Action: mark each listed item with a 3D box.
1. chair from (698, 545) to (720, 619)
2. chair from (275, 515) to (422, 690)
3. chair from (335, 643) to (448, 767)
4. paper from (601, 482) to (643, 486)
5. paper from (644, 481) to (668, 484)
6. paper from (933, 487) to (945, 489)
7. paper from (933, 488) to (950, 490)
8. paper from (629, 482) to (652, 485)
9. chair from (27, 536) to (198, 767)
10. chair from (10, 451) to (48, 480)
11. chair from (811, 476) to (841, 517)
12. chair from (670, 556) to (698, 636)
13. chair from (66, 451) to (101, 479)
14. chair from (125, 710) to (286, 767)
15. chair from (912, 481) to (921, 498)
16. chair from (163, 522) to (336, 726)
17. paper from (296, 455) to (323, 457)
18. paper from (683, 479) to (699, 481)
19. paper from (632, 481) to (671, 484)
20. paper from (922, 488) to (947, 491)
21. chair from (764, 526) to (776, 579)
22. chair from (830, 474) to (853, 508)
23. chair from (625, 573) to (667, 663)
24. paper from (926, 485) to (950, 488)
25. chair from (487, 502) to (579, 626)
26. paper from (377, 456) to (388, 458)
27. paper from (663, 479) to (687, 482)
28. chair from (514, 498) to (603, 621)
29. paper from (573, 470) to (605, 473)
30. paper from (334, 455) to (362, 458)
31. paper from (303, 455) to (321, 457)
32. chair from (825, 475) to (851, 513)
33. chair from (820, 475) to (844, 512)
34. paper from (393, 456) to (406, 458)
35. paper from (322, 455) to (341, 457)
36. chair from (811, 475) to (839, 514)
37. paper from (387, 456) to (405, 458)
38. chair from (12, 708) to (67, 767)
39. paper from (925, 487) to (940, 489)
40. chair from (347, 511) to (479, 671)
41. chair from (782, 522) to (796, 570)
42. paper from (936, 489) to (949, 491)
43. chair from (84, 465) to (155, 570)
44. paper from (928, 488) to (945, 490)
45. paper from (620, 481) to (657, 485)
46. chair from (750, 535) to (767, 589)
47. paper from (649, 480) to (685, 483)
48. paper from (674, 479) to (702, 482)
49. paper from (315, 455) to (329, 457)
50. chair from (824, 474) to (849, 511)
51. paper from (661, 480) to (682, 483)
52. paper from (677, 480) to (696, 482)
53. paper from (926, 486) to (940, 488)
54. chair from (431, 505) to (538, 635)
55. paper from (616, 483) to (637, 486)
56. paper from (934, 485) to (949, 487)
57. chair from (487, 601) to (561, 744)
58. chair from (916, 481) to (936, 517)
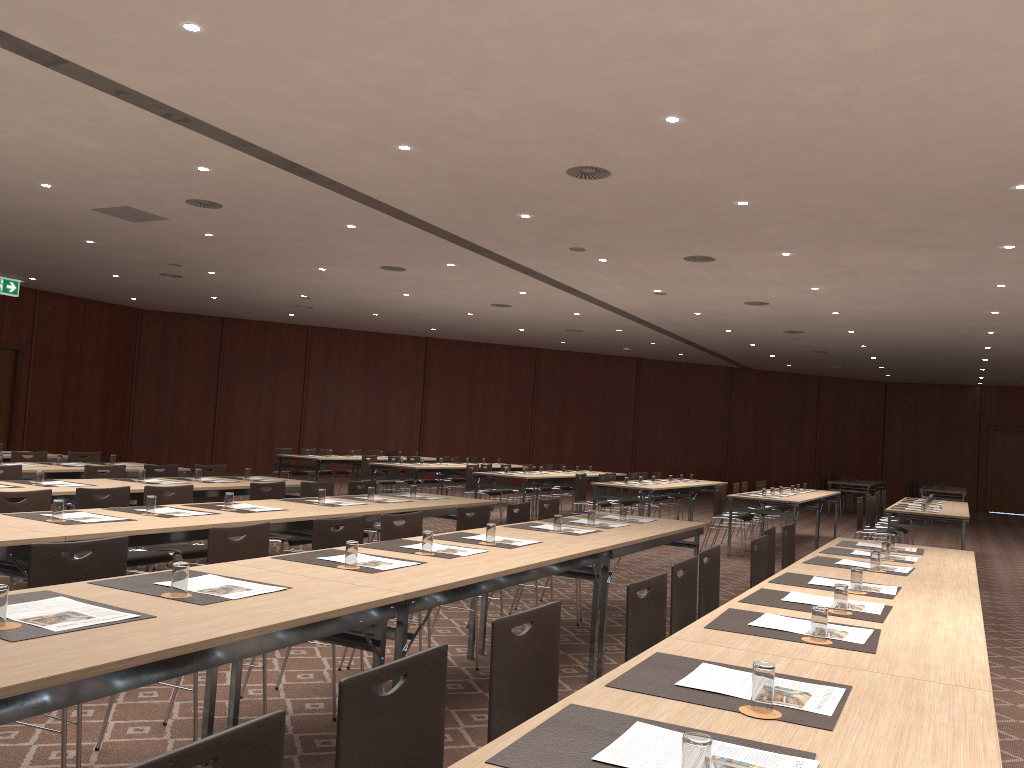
[{"bbox_3d":[1.169,1.346,4.612,0.613,0.939,0.536,2,-3,26],"label":"chair"},{"bbox_3d":[-0.868,1.229,4.938,0.613,0.939,0.536,2,-3,30],"label":"chair"},{"bbox_3d":[-0.146,1.109,1.947,0.613,0.939,0.536,2,-3,27],"label":"chair"},{"bbox_3d":[1.652,1.500,13.306,0.565,0.003,0.460,2,-4,27],"label":"paper"},{"bbox_3d":[2.330,1.605,14.449,0.398,0.006,0.284,2,-4,26],"label":"paper"},{"bbox_3d":[10.533,2.557,21.738,0.398,0.006,0.284,2,-4,28],"label":"paper"},{"bbox_3d":[10.226,2.503,21.136,0.398,0.006,0.284,2,-4,26],"label":"paper"},{"bbox_3d":[2.028,1.555,13.903,0.398,0.006,0.284,2,-4,26],"label":"paper"},{"bbox_3d":[-1.616,1.097,3.466,0.613,0.939,0.536,2,-3,29],"label":"chair"},{"bbox_3d":[-5.165,1.209,9.624,0.613,0.939,0.536,2,-3,25],"label":"chair"},{"bbox_3d":[7.670,2.728,21.580,0.613,0.939,0.536,2,-3,29],"label":"chair"},{"bbox_3d":[0.928,1.299,4.060,0.613,0.939,0.536,2,-3,26],"label":"chair"},{"bbox_3d":[-4.899,1.265,10.316,0.613,0.939,0.536,2,-3,28],"label":"chair"},{"bbox_3d":[-0.398,1.059,1.358,0.613,0.939,0.536,2,-3,26],"label":"chair"},{"bbox_3d":[10.756,3.035,23.400,0.613,0.939,0.536,2,-3,28],"label":"chair"},{"bbox_3d":[-1.227,1.170,4.308,0.613,0.939,0.536,2,-3,25],"label":"chair"},{"bbox_3d":[-3.656,1.303,16.046,0.565,0.003,0.460,2,-4,25],"label":"paper"},{"bbox_3d":[3.381,1.789,16.481,0.398,0.006,0.284,2,-4,27],"label":"paper"},{"bbox_3d":[2.268,1.606,14.465,0.565,0.003,0.460,2,-4,29],"label":"paper"},{"bbox_3d":[9.814,2.447,20.551,0.565,0.003,0.460,2,-4,28],"label":"paper"},{"bbox_3d":[1.919,1.478,6.086,0.613,0.939,0.536,2,-3,25],"label":"chair"},{"bbox_3d":[9.235,3.014,24.818,0.613,0.939,0.536,2,-3,25],"label":"chair"},{"bbox_3d":[0.654,1.245,3.429,0.613,0.939,0.536,2,-3,30],"label":"chair"},{"bbox_3d":[11.132,2.681,23.170,0.565,0.003,0.460,2,-4,25],"label":"paper"},{"bbox_3d":[0.173,1.408,6.892,0.613,0.939,0.536,2,-3,25],"label":"chair"},{"bbox_3d":[-2.667,1.480,18.031,0.565,0.003,0.460,2,-4,29],"label":"paper"},{"bbox_3d":[3.003,1.734,15.884,0.565,0.003,0.460,2,-4,30],"label":"paper"},{"bbox_3d":[0.439,1.465,7.587,0.613,0.939,0.536,2,-3,26],"label":"chair"},{"bbox_3d":[1.500,1.721,17.418,0.565,0.003,0.460,2,-4,25],"label":"paper"},{"bbox_3d":[-3.077,1.406,17.192,0.565,0.003,0.460,2,-4,27],"label":"paper"},{"bbox_3d":[-3.586,1.303,16.032,0.398,0.006,0.284,2,-4,27],"label":"paper"},{"bbox_3d":[8.716,2.913,23.638,0.613,0.939,0.536,2,-3,25],"label":"chair"},{"bbox_3d":[8.200,2.831,22.781,0.613,0.939,0.536,2,-3,28],"label":"chair"},{"bbox_3d":[-2.270,1.537,18.643,0.398,0.006,0.284,2,-4,24],"label":"paper"},{"bbox_3d":[-3.312,1.354,16.617,0.398,0.006,0.284,2,-4,25],"label":"paper"},{"bbox_3d":[7.890,2.782,22.269,0.613,0.939,0.536,3,-3,24],"label":"chair"},{"bbox_3d":[-2.349,1.534,18.615,0.565,0.003,0.460,2,-4,28],"label":"paper"},{"bbox_3d":[-1.860,1.049,2.894,0.613,0.939,0.536,3,-3,25],"label":"chair"},{"bbox_3d":[10.432,2.554,21.728,0.565,0.003,0.460,2,-4,28],"label":"paper"},{"bbox_3d":[-0.569,1.277,5.432,0.613,0.939,0.536,2,-3,29],"label":"chair"},{"bbox_3d":[2.191,1.522,6.547,0.613,0.939,0.536,2,-3,29],"label":"chair"},{"bbox_3d":[9.914,2.451,20.580,0.398,0.006,0.284,2,-4,29],"label":"paper"},{"bbox_3d":[-3.670,1.225,8.154,0.613,0.939,0.536,2,-3,29],"label":"chair"},{"bbox_3d":[10.148,2.502,21.139,0.565,0.003,0.460,2,-4,27],"label":"paper"},{"bbox_3d":[1.947,1.552,13.887,0.565,0.003,0.460,2,-4,27],"label":"paper"},{"bbox_3d":[1.641,1.419,5.370,0.613,0.939,0.536,2,-3,27],"label":"chair"},{"bbox_3d":[2.667,1.680,15.313,0.565,0.003,0.460,2,-4,26],"label":"paper"},{"bbox_3d":[3.272,1.785,16.477,0.565,0.003,0.460,2,-4,27],"label":"paper"},{"bbox_3d":[-3.405,1.352,16.606,0.565,0.003,0.460,2,-4,30],"label":"paper"},{"bbox_3d":[8.927,2.965,24.310,0.613,0.939,0.536,3,-3,24],"label":"chair"},{"bbox_3d":[2.764,1.684,15.340,0.398,0.006,0.284,2,-4,26],"label":"paper"},{"bbox_3d":[3.075,1.736,15.901,0.398,0.006,0.284,2,-4,29],"label":"paper"},{"bbox_3d":[10.852,2.630,22.596,0.565,0.003,0.460,2,-4,26],"label":"paper"},{"bbox_3d":[-0.167,1.353,6.317,0.613,0.939,0.536,2,-3,29],"label":"chair"},{"bbox_3d":[1.728,1.502,13.313,0.398,0.006,0.284,2,-4,26],"label":"paper"},{"bbox_3d":[11.544,2.738,23.766,0.398,0.006,0.284,2,-4,24],"label":"paper"},{"bbox_3d":[0.163,1.168,2.631,0.613,0.939,0.536,2,-3,30],"label":"chair"},{"bbox_3d":[11.058,3.079,23.834,0.613,0.939,0.536,2,-3,30],"label":"chair"}]
